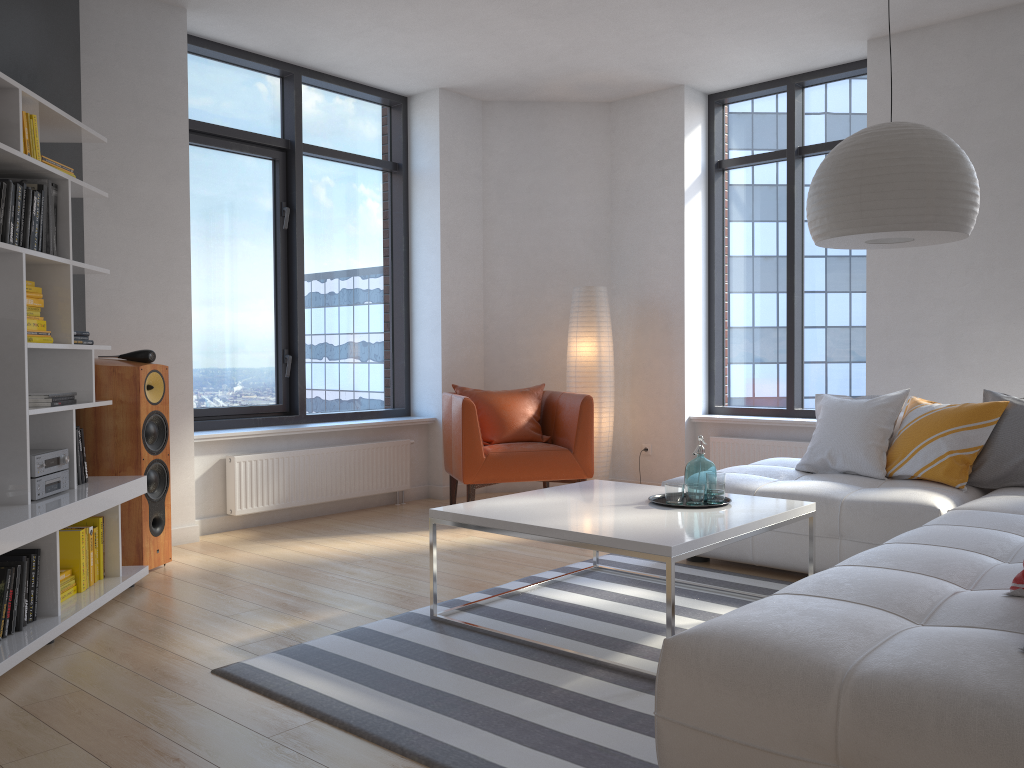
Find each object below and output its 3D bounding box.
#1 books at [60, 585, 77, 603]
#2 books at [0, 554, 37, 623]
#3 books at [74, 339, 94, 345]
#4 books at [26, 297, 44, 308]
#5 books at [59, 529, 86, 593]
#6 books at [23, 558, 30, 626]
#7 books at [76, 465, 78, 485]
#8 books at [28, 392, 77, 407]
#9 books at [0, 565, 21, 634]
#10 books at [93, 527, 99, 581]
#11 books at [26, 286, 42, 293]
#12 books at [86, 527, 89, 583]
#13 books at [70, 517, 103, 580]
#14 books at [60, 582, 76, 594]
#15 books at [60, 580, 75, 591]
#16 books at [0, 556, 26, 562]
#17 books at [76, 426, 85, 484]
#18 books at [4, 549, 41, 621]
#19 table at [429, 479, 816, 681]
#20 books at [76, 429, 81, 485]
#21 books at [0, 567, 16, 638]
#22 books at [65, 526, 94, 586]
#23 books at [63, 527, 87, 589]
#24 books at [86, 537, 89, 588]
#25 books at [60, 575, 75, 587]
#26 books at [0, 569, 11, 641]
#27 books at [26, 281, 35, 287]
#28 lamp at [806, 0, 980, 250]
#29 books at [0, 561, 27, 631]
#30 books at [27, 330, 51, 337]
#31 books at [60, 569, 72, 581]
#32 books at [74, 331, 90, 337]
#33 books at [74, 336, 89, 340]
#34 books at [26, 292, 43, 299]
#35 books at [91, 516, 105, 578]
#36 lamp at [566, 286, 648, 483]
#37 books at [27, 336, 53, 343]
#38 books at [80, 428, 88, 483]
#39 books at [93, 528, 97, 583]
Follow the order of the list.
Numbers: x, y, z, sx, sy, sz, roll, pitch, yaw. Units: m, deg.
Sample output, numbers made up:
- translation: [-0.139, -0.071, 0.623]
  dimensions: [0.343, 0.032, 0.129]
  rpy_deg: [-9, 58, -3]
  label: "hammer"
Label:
- translation: [-1.854, 0.846, 3.542]
  dimensions: [0.147, 0.033, 0.190]
  rpy_deg: [0, 2, -3]
  label: "books"
- translation: [-1.846, 0.747, 3.233]
  dimensions: [0.191, 0.249, 0.084]
  rpy_deg: [0, 2, -3]
  label: "books"
- translation: [-1.943, -0.180, 3.844]
  dimensions: [0.161, 0.023, 0.213]
  rpy_deg: [0, 2, 0]
  label: "books"
- translation: [-1.988, -0.323, 3.480]
  dimensions: [0.176, 0.033, 0.239]
  rpy_deg: [0, 2, 0]
  label: "books"
- translation: [-1.870, 0.731, 3.658]
  dimensions: [0.198, 0.255, 0.044]
  rpy_deg: [0, 2, -3]
  label: "books"
- translation: [-1.839, 0.752, 3.196]
  dimensions: [0.179, 0.243, 0.068]
  rpy_deg: [-1, 2, -5]
  label: "books"
- translation: [-1.950, 0.320, 3.783]
  dimensions: [0.170, 0.236, 0.049]
  rpy_deg: [0, 2, -3]
  label: "books"
- translation: [-1.976, 0.064, 3.657]
  dimensions: [0.250, 0.047, 0.310]
  rpy_deg: [-1, 2, -8]
  label: "books"
- translation: [-1.827, 0.758, 3.112]
  dimensions: [0.169, 0.233, 0.081]
  rpy_deg: [-1, 2, -4]
  label: "books"
- translation: [-1.881, 0.737, 3.835]
  dimensions: [0.172, 0.234, 0.024]
  rpy_deg: [0, 2, -3]
  label: "books"
- translation: [-1.987, -0.374, 3.480]
  dimensions: [0.163, 0.023, 0.223]
  rpy_deg: [0, 2, 1]
  label: "books"
- translation: [-1.874, 0.731, 3.728]
  dimensions: [0.180, 0.251, 0.019]
  rpy_deg: [0, 2, -3]
  label: "books"
- translation: [-1.888, 0.718, 3.862]
  dimensions: [0.204, 0.270, 0.029]
  rpy_deg: [0, 2, -3]
  label: "books"
- translation: [-1.858, 0.823, 3.541]
  dimensions: [0.148, 0.011, 0.196]
  rpy_deg: [0, 2, -3]
  label: "books"
- translation: [-1.839, 0.809, 3.537]
  dimensions: [0.113, 0.018, 0.169]
  rpy_deg: [0, 2, -2]
  label: "books"
- translation: [-1.844, 0.746, 3.168]
  dimensions: [0.192, 0.254, 0.075]
  rpy_deg: [-1, 2, -4]
  label: "books"
- translation: [-1.957, 0.309, 3.833]
  dimensions: [0.193, 0.255, 0.066]
  rpy_deg: [-1, 2, -4]
  label: "books"
- translation: [-1.849, 0.741, 3.266]
  dimensions: [0.197, 0.260, 0.066]
  rpy_deg: [0, 2, -3]
  label: "books"
- translation: [0.447, 0.698, 3.509]
  dimensions: [1.091, 0.435, 1.091]
  rpy_deg: [1, 2, 42]
  label: "table"
- translation: [-1.944, 0.315, 3.805]
  dimensions: [0.169, 0.242, 0.050]
  rpy_deg: [-1, 2, -4]
  label: "books"
- translation: [-1.839, 0.760, 3.080]
  dimensions: [0.187, 0.234, 0.096]
  rpy_deg: [0, 2, -3]
  label: "books"
- translation: [-1.874, 0.731, 3.755]
  dimensions: [0.185, 0.250, 0.035]
  rpy_deg: [0, 2, -3]
  label: "books"
- translation: [-1.875, 0.728, 3.688]
  dimensions: [0.199, 0.263, 0.015]
  rpy_deg: [0, 2, -3]
  label: "books"
- translation: [-1.854, 0.744, 3.708]
  dimensions: [0.156, 0.229, 0.024]
  rpy_deg: [-1, 2, -4]
  label: "books"
- translation: [-1.854, 0.794, 3.542]
  dimensions: [0.134, 0.014, 0.187]
  rpy_deg: [0, 2, -3]
  label: "books"
- translation: [-1.832, 0.760, 3.047]
  dimensions: [0.182, 0.234, 0.104]
  rpy_deg: [0, 2, -3]
  label: "books"
- translation: [-2.009, -0.397, 3.468]
  dimensions: [0.163, 0.023, 0.223]
  rpy_deg: [0, 2, 1]
  label: "books"
- translation: [2.683, -0.418, 3.682]
  dimensions: [3.199, 2.647, 0.710]
  rpy_deg: [-1, 2, -12]
  label: "lamp"
- translation: [-1.816, 0.754, 3.147]
  dimensions: [0.172, 0.242, 0.069]
  rpy_deg: [0, 2, -3]
  label: "books"
- translation: [-1.972, -0.198, 3.472]
  dimensions: [0.203, 0.024, 0.257]
  rpy_deg: [0, 2, 0]
  label: "books"
- translation: [-1.867, 0.774, 3.537]
  dimensions: [0.138, 0.026, 0.186]
  rpy_deg: [-1, 2, -3]
  label: "books"
- translation: [-1.961, -0.218, 3.843]
  dimensions: [0.161, 0.023, 0.213]
  rpy_deg: [0, 2, 0]
  label: "books"
- translation: [-1.946, -0.199, 3.842]
  dimensions: [0.142, 0.015, 0.198]
  rpy_deg: [-1, 2, -5]
  label: "books"
- translation: [-1.990, -0.351, 3.472]
  dimensions: [0.160, 0.022, 0.227]
  rpy_deg: [0, 2, 12]
  label: "books"
- translation: [-1.899, 0.718, 3.889]
  dimensions: [0.213, 0.270, 0.025]
  rpy_deg: [0, 2, -3]
  label: "books"
- translation: [0.796, 0.068, 6.439]
  dimensions: [0.804, 1.550, 0.502]
  rpy_deg: [0, 2, 2]
  label: "lamp"
- translation: [-1.964, -0.172, 3.477]
  dimensions: [0.194, 0.028, 0.257]
  rpy_deg: [0, 2, 2]
  label: "books"
- translation: [-1.951, 0.314, 3.864]
  dimensions: [0.177, 0.242, 0.066]
  rpy_deg: [-1, 2, -4]
  label: "books"
- translation: [-1.875, 0.737, 3.809]
  dimensions: [0.172, 0.234, 0.024]
  rpy_deg: [0, 2, -3]
  label: "books"
